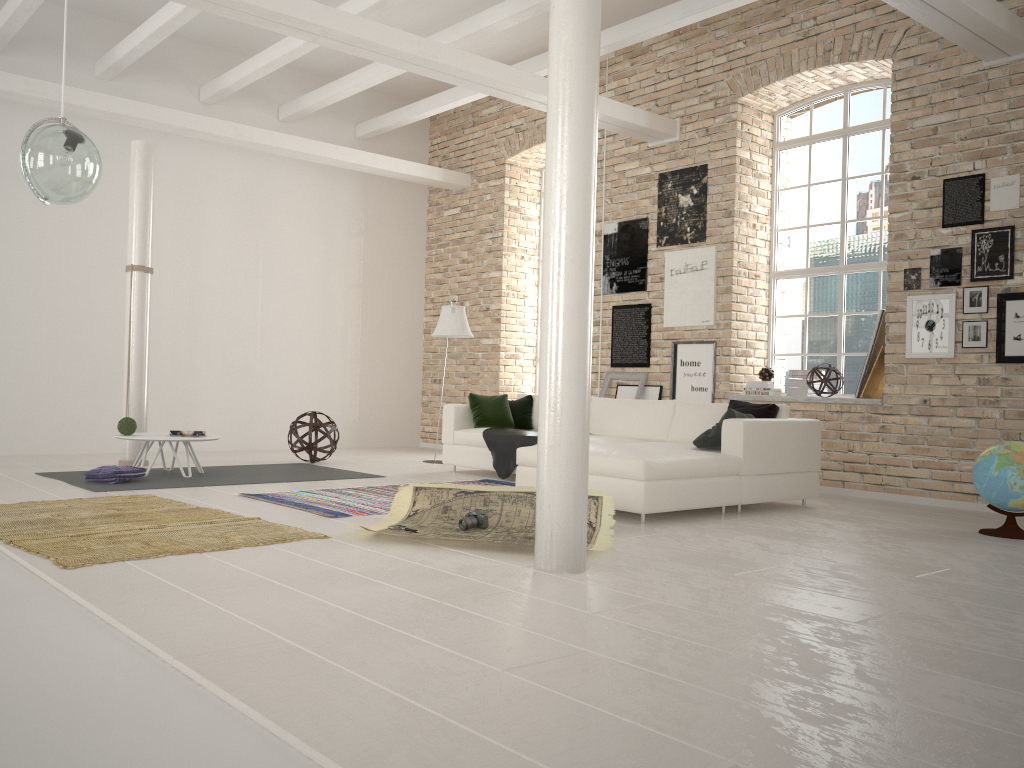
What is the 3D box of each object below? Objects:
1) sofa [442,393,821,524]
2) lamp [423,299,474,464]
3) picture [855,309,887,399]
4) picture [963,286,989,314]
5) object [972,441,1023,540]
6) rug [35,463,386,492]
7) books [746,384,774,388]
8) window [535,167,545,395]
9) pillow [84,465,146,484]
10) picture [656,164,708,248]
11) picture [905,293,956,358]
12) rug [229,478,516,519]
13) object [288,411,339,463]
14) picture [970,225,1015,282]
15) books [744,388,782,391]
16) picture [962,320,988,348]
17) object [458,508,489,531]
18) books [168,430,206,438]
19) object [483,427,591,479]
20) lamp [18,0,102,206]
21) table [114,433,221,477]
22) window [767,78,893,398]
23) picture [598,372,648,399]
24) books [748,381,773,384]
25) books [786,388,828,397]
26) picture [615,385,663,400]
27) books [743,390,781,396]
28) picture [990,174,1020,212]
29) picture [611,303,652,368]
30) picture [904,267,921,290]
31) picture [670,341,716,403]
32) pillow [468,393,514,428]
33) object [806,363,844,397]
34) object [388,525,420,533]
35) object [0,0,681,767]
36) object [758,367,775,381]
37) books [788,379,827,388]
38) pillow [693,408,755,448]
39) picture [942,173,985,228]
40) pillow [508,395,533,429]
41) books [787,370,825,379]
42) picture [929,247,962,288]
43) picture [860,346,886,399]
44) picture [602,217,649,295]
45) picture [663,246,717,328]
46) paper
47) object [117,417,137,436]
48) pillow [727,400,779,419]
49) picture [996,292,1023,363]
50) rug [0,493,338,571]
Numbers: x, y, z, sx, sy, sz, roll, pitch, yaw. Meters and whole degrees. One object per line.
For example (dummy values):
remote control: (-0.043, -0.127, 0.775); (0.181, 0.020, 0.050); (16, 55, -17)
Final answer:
sofa: (0.460, 0.519, 7.542); (2.027, 0.842, 3.504); (2, 0, -41)
lamp: (-0.692, -0.012, 9.664); (0.444, 1.775, 1.017); (2, 0, -10)
picture: (3.268, -0.246, 7.792); (0.549, 0.763, 0.262); (2, -1, -40)
picture: (3.626, -0.656, 6.971); (0.011, 0.213, 0.188); (2, 0, -41)
object: (3.185, 0.661, 5.662); (0.450, 0.631, 0.446); (2, 0, 0)
rug: (-2.618, 0.806, 7.880); (2.531, 0.041, 1.539); (2, 0, -42)
books: (2.387, 0.021, 8.566); (0.217, 0.040, 0.181); (1, 0, 35)
window: (-3.184, -1.211, 7.726); (10.673, 3.655, 1.529); (2, -1, -40)
pillow: (-3.164, 0.731, 7.112); (0.374, 0.164, 0.335); (1, 0, 25)
picture: (1.749, -1.821, 9.162); (0.034, 0.783, 0.629); (2, 0, -41)
picture: (3.389, -0.468, 7.226); (0.012, 0.514, 0.391); (2, 0, -41)
rug: (-0.678, 0.860, 6.867); (2.499, 0.008, 1.507); (2, 0, -42)
object: (-2.093, 0.558, 9.398); (0.568, 0.543, 0.514); (1, 0, 25)
picture: (3.706, -1.002, 6.881); (0.009, 0.409, 0.312); (2, 0, -41)
books: (2.399, 0.052, 8.532); (0.204, 0.024, 0.290); (2, 0, -44)
picture: (3.618, -0.387, 6.969); (0.011, 0.213, 0.188); (2, 0, -41)
object: (-0.244, 0.797, 5.273); (0.158, 0.124, 0.159); (2, 0, -41)
books: (-2.834, 0.433, 7.787); (0.299, 0.048, 0.381); (2, 0, -12)
object: (0.220, 0.646, 8.303); (0.723, 0.464, 0.957); (2, 0, -43)
lamp: (-2.843, -1.910, 5.653); (0.476, 1.599, 0.528); (2, 0, -26)
table: (-3.014, 0.623, 7.799); (0.864, 0.342, 0.958); (2, 0, -27)
window: (-0.896, -1.492, 5.144); (10.673, 2.988, 1.530); (2, 0, -40)
picture: (1.141, 0.160, 9.567); (0.264, 0.582, 0.582); (2, 0, -41)
books: (2.392, -0.014, 8.560); (0.197, 0.030, 0.164); (1, 0, 38)
books: (2.812, 0.078, 8.487); (0.297, 0.088, 0.253); (2, 0, -35)
picture: (1.308, 0.293, 9.466); (0.137, 0.568, 0.615); (2, 0, -41)
books: (2.396, 0.088, 8.534); (0.204, 0.048, 0.296); (2, 0, -44)
picture: (3.777, -1.463, 6.830); (0.011, 0.259, 0.207); (2, 0, -41)
picture: (1.294, -0.517, 9.630); (0.060, 0.681, 0.546); (2, 0, -41)
picture: (3.299, -0.866, 7.348); (0.008, 0.178, 0.143); (2, 0, -37)
picture: (1.818, -0.055, 8.992); (0.011, 0.756, 0.554); (2, 0, -41)
pillow: (-0.210, 0.265, 8.829); (0.404, 0.343, 0.314); (2, 0, -15)
object: (2.830, -0.032, 8.061); (0.327, 0.307, 0.285); (1, 0, 41)
object: (-0.605, 0.836, 5.125); (0.243, 0.019, 0.090); (1, 0, 45)
object: (-1.178, -1.542, 5.506); (11.063, 4.798, 10.832); (2, 0, -41)
object: (2.446, -0.091, 8.573); (0.139, 0.137, 0.146); (2, 0, -13)
books: (2.816, -0.005, 8.488); (0.255, 0.088, 0.295); (1, 0, 44)
pillow: (1.587, 0.331, 6.672); (0.365, 0.305, 0.388); (1, 0, 39)
picture: (3.572, -1.447, 7.056); (0.017, 0.394, 0.316); (2, 0, -41)
pillow: (0.012, 0.288, 8.972); (0.420, 0.365, 0.307); (2, 0, 7)
books: (2.807, -0.090, 8.492); (0.324, 0.085, 0.215); (1, 0, 30)
picture: (3.477, -0.933, 7.148); (0.013, 0.306, 0.246); (2, 0, -41)
picture: (3.173, -0.091, 7.672); (0.338, 0.460, 0.185); (2, -1, -41)
picture: (1.232, -1.385, 9.713); (0.034, 0.785, 0.631); (2, 0, -41)
picture: (1.802, -0.975, 9.044); (0.034, 0.784, 0.630); (2, 0, -41)
paper: (-0.161, 0.730, 5.058); (1.523, 0.265, 1.021); (2, 0, 15)
object: (-3.310, 0.366, 7.670); (0.170, 0.164, 0.155); (1, 0, 26)
pillow: (1.836, 0.322, 6.976); (0.226, 0.390, 0.456); (2, 0, -41)
picture: (3.974, -0.420, 6.558); (0.029, 0.535, 0.763); (2, 0, -41)
rug: (-2.284, 0.794, 5.160); (2.355, 0.021, 1.431); (1, 0, 43)
